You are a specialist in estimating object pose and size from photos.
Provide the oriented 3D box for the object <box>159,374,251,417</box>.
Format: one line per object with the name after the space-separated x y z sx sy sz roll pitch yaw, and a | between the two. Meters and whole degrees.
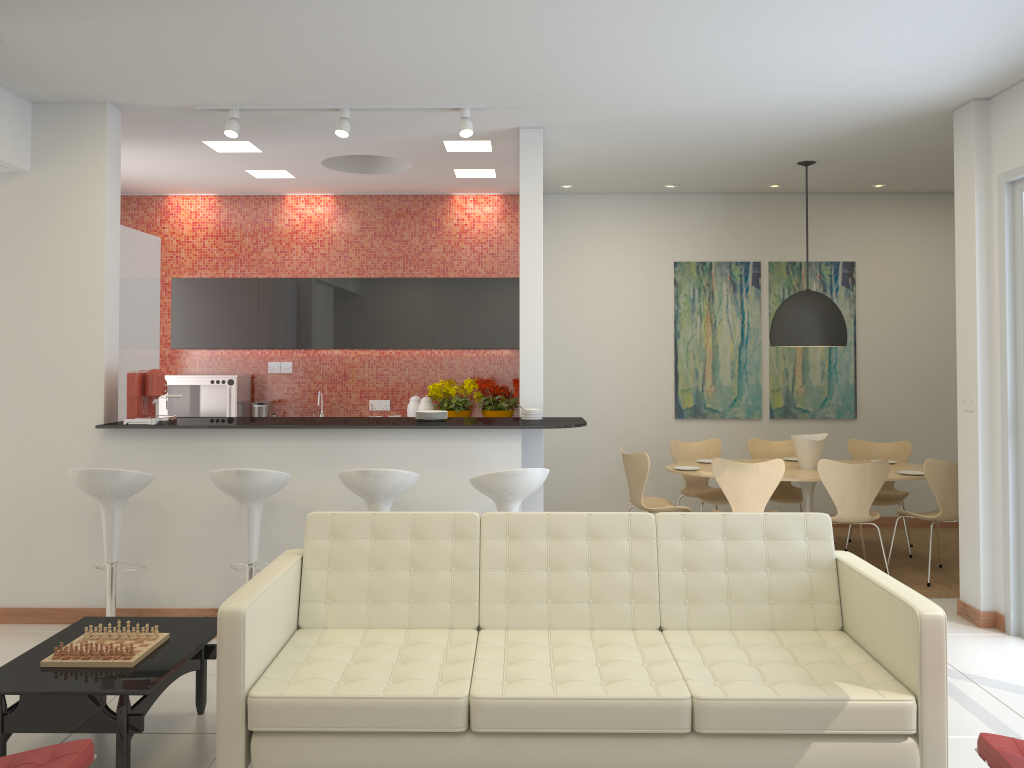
-2.859 0.151 8.247 0.722 0.471 0.435 0 0 1 | object

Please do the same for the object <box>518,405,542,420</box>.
0.114 0.181 5.849 0.173 0.098 0.140 0 1 -7 | object

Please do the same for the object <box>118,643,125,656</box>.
-1.552 1.053 3.518 0.030 0.050 0.030 0 -1 8 | object

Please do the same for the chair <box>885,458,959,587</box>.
3.136 0.975 6.532 0.521 0.908 0.515 0 -1 -16 | chair

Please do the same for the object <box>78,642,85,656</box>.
-1.712 1.053 3.520 0.030 0.050 0.030 0 -1 8 | object

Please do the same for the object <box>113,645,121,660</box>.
-1.552 1.053 3.478 0.030 0.052 0.030 0 -1 8 | object

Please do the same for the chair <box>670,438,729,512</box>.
1.662 0.942 7.545 0.521 0.908 0.515 0 -1 -20 | chair

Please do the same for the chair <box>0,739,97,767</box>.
-1.658 1.145 2.476 0.706 0.818 0.699 0 0 -4 | chair

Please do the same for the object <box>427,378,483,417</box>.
-0.531 0.159 8.150 0.522 0.449 0.503 0 0 3 | object

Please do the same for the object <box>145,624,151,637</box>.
-1.549 1.044 3.758 0.030 0.052 0.030 0 -1 -7 | object

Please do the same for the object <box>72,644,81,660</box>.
-1.712 1.051 3.480 0.030 0.055 0.030 0 -1 8 | object

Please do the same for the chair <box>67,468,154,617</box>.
-2.276 0.964 5.035 0.457 1.022 0.464 0 -1 12 | chair

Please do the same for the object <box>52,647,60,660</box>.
-1.792 1.057 3.480 0.030 0.044 0.030 0 0 8 | object

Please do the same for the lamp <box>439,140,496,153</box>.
-0.328 -1.796 6.631 0.408 0.034 0.408 0 2 1 | lamp

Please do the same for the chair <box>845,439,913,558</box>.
3.107 0.944 7.500 0.521 0.908 0.515 0 -1 25 | chair

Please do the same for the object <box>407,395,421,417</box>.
-0.905 0.242 8.302 0.159 0.284 0.159 1 -1 -38 | object

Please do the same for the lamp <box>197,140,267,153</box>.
-2.096 -1.797 6.651 0.408 0.034 0.408 0 2 1 | lamp

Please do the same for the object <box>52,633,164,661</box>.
-1.650 1.073 3.618 0.346 0.001 0.349 0 2 1 | object

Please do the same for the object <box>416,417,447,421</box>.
-0.524 0.227 5.767 0.210 0.015 0.210 2 3 45 | object

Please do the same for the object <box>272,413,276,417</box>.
-2.240 0.324 8.343 0.037 0.092 0.037 0 -1 1 | object

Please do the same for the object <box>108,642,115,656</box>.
-1.592 1.053 3.518 0.030 0.050 0.030 0 -1 8 | object

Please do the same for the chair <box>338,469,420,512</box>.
-0.751 0.964 5.018 0.457 1.022 0.464 0 -1 12 | chair

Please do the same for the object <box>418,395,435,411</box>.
-0.788 0.247 8.152 0.159 0.284 0.159 1 -1 -38 | object

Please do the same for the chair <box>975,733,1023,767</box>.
1.826 1.144 2.516 0.706 0.818 0.699 0 0 6 | chair

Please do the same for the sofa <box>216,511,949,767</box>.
0.244 1.051 3.580 2.564 0.924 1.000 0 0 1 | sofa

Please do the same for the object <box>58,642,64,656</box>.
-1.792 1.053 3.521 0.030 0.050 0.030 0 -1 8 | object

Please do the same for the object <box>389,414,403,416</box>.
-1.094 0.291 8.287 0.008 0.009 0.234 0 2 30 | object

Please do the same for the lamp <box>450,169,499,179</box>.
-0.316 -1.829 7.627 0.408 0.034 0.408 0 2 1 | lamp

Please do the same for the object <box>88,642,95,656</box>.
-1.672 1.053 3.519 0.030 0.050 0.030 0 -1 8 | object

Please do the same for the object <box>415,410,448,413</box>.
-0.524 0.185 5.768 0.210 0.015 0.210 2 3 45 | object

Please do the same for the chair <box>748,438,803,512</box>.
2.325 0.939 7.630 0.521 0.908 0.515 0 -1 5 | chair

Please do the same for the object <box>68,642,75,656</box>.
-1.752 1.053 3.520 0.030 0.050 0.030 0 -1 8 | object

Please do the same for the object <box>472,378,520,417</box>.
-0.110 0.160 8.149 0.503 0.449 0.522 0 0 -20 | object

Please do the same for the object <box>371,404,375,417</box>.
-1.278 0.285 8.201 0.009 0.195 0.139 1 -1 -30 | object

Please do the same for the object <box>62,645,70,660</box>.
-1.752 1.053 3.480 0.030 0.052 0.030 0 -1 8 | object

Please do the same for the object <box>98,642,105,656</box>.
-1.632 1.053 3.519 0.030 0.050 0.030 0 -1 8 | object

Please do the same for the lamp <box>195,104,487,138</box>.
-1.072 -1.646 5.549 1.822 0.200 0.112 0 -1 1 | lamp

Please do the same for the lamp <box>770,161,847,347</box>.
2.392 -1.052 7.169 0.594 1.496 0.593 0 -1 3 | lamp

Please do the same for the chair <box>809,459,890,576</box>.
2.431 0.978 6.454 0.521 0.908 0.515 0 -1 1 | chair

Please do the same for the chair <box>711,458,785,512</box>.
1.714 0.976 6.490 0.521 0.908 0.515 0 -1 8 | chair

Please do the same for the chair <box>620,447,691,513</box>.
1.126 0.962 6.932 0.515 0.908 0.521 0 -1 -15 | chair

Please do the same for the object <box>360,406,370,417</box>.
-1.323 0.288 8.155 0.164 0.178 0.011 0 -1 14 | object

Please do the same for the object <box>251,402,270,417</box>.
-2.326 0.278 8.190 0.172 0.216 0.172 0 0 19 | object

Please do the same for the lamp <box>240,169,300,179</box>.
-2.085 -1.829 7.647 0.408 0.034 0.408 0 2 1 | lamp

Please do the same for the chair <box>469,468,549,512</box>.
-0.018 0.964 5.012 0.457 1.022 0.464 0 -1 -13 | chair

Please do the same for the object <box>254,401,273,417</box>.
-2.363 0.271 8.423 0.172 0.216 0.172 0 0 19 | object

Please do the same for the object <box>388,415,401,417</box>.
-1.100 0.337 8.306 0.121 0.084 0.121 -1 1 -34 | object

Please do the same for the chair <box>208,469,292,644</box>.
-1.482 0.964 5.026 0.457 1.022 0.464 0 -1 12 | chair
